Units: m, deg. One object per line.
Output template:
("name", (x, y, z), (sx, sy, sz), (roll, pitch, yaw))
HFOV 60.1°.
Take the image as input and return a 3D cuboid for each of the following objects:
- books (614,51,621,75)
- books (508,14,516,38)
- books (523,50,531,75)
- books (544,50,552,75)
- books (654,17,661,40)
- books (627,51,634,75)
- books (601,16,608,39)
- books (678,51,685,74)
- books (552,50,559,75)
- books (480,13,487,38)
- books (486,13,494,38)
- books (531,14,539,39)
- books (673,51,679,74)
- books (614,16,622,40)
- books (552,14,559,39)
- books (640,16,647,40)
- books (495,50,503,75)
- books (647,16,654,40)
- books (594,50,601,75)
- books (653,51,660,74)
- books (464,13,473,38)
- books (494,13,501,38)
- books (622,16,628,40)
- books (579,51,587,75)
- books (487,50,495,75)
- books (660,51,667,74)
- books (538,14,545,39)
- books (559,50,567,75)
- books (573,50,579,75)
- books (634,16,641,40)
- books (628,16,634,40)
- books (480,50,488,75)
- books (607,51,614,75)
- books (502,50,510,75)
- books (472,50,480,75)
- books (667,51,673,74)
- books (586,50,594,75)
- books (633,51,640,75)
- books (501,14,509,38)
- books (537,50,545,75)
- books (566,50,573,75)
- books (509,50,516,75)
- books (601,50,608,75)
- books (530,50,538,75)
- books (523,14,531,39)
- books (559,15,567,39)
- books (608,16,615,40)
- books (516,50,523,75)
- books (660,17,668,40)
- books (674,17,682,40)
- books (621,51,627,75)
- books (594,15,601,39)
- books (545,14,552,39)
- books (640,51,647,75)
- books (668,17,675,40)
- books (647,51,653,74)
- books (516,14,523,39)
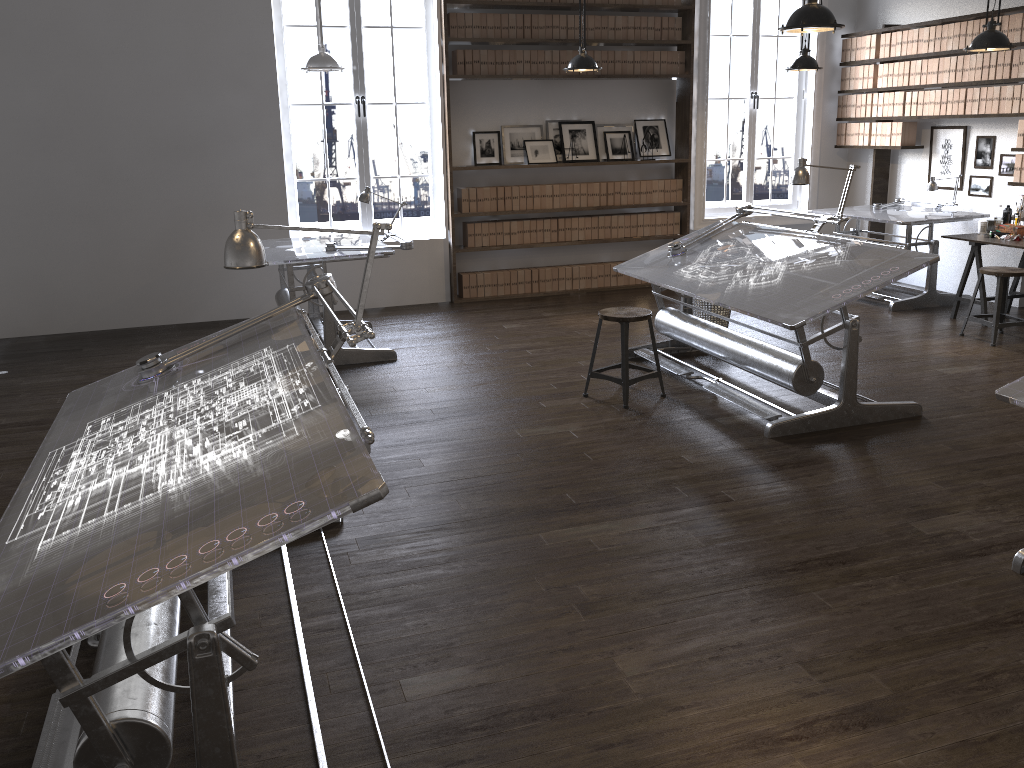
("books", (0.978, -3.067, 8.477), (0.067, 0.223, 0.176), (-6, 15, -17))
("books", (-0.022, -3.254, 8.090), (0.067, 0.223, 0.176), (-6, 15, -17))
("books", (0.112, -2.969, 8.202), (0.067, 0.223, 0.176), (-6, 15, -17))
("books", (0.311, -2.992, 8.267), (0.067, 0.223, 0.176), (-6, 15, -17))
("books", (1.363, -3.413, 8.538), (0.067, 0.223, 0.176), (-6, 15, -17))
("books", (1.100, -3.082, 8.520), (0.067, 0.223, 0.176), (-6, 15, -17))
("books", (0.840, -3.353, 8.369), (0.067, 0.223, 0.176), (-6, 15, -17))
("books", (1.626, -3.142, 8.690), (0.067, 0.223, 0.176), (-6, 15, -17))
("books", (0.380, -2.999, 8.286), (0.067, 0.223, 0.176), (-6, 15, -17))
("books", (-0.285, -3.225, 8.009), (0.067, 0.223, 0.176), (-6, 15, -17))
("books", (-0.220, -3.231, 8.025), (0.067, 0.223, 0.176), (-6, 15, -17))
("books", (0.185, -3.279, 8.161), (0.067, 0.223, 0.176), (-6, 15, -17))
("books", (1.559, -3.134, 8.667), (0.067, 0.223, 0.176), (-6, 15, -17))
("books", (0.976, -3.368, 8.410), (0.067, 0.223, 0.176), (-6, 15, -17))
("books", (0.378, -3.299, 8.216), (0.067, 0.223, 0.176), (-6, 15, -17))
("books", (1.229, -3.398, 8.494), (0.067, 0.223, 0.176), (-6, 15, -17))
("books", (-0.145, -2.941, 8.124), (0.067, 0.223, 0.176), (-6, 15, -17))
("books", (1.298, -3.404, 8.512), (0.067, 0.223, 0.176), (-6, 15, -17))
("books", (0.779, -3.045, 8.416), (0.067, 0.223, 0.176), (-6, 15, -17))
("books", (1.368, -3.112, 8.605), (0.067, 0.223, 0.176), (-6, 15, -17))
("books", (-0.412, -3.209, 7.965), (0.067, 0.223, 0.176), (-6, 15, -17))
("books", (-0.158, -3.240, 8.051), (0.067, 0.223, 0.176), (-6, 15, -17))
("books", (1.035, -3.375, 8.431), (0.067, 0.223, 0.176), (-6, 15, -17))
("books", (0.641, -3.029, 8.371), (0.067, 0.223, 0.176), (-6, 15, -17))
("books", (-0.212, -2.933, 8.103), (0.067, 0.223, 0.176), (-6, 15, -17))
("books", (1.438, -3.119, 8.624), (0.067, 0.223, 0.176), (-6, 15, -17))
("books", (0.248, -3.285, 8.179), (0.067, 0.223, 0.176), (-6, 15, -17))
("books", (0.449, -3.006, 8.308), (0.067, 0.223, 0.176), (-6, 15, -17))
("books", (0.569, -3.022, 8.353), (0.067, 0.223, 0.176), (-6, 15, -17))
("books", (1.162, -3.390, 8.473), (0.067, 0.223, 0.176), (-6, 15, -17))
("books", (1.100, -3.381, 8.447), (0.067, 0.223, 0.176), (-6, 15, -17))
("books", (-0.278, -2.924, 8.078), (0.067, 0.223, 0.176), (-6, 15, -17))
("books", (0.913, -3.061, 8.462), (0.067, 0.223, 0.176), (-6, 15, -17))
("books", (-0.079, -2.946, 8.139), (0.067, 0.223, 0.176), (-6, 15, -17))
("books", (-0.347, -2.918, 8.060), (0.067, 0.223, 0.176), (-6, 15, -17))
("books", (1.501, -3.126, 8.644), (0.067, 0.223, 0.176), (-6, 15, -17))
("books", (0.710, -3.038, 8.398), (0.067, 0.223, 0.176), (-6, 15, -17))
("books", (1.170, -3.089, 8.540), (0.067, 0.223, 0.176), (-6, 15, -17))
("books", (-0.091, -3.247, 8.072), (0.067, 0.223, 0.176), (-6, 15, -17))
("books", (0.243, -2.985, 8.250), (0.067, 0.223, 0.176), (-6, 15, -17))
("books", (0.508, -3.014, 8.331), (0.067, 0.223, 0.176), (-6, 15, -17))
("books", (-0.017, -2.955, 8.164), (0.067, 0.223, 0.176), (-6, 15, -17))
("books", (0.845, -3.053, 8.441), (0.067, 0.223, 0.176), (-6, 15, -17))
("books", (0.178, -2.977, 8.227), (0.067, 0.223, 0.176), (-6, 15, -17))
("books", (0.117, -3.270, 8.134), (0.067, 0.223, 0.176), (-6, 15, -17))
("books", (0.446, -3.308, 8.241), (0.067, 0.223, 0.176), (-6, 15, -17))
("books", (0.908, -3.360, 8.387), (0.067, 0.223, 0.176), (-6, 15, -17))
("books", (0.043, -2.961, 8.182), (0.067, 0.223, 0.176), (-6, 15, -17))
("books", (1.436, -3.420, 8.555), (0.067, 0.223, 0.176), (-6, 15, -17))
("books", (1.578, -3.437, 8.604), (0.067, 0.223, 0.176), (-6, 15, -17))
("books", (1.040, -3.075, 8.502), (0.067, 0.223, 0.176), (-6, 15, -17))
("books", (0.773, -3.346, 8.350), (0.067, 0.223, 0.176), (-6, 15, -17))
("books", (0.309, -3.291, 8.194), (0.067, 0.223, 0.176), (-6, 15, -17))
("books", (1.235, -3.098, 8.565), (0.067, 0.223, 0.176), (-6, 15, -17))
("books", (1.505, -3.429, 8.583), (0.067, 0.223, 0.176), (-6, 15, -17))
("books", (1.301, -3.106, 8.588), (0.067, 0.223, 0.176), (-6, 15, -17))
("books", (0.044, -3.263, 8.116), (0.067, 0.223, 0.176), (-6, 15, -17))
